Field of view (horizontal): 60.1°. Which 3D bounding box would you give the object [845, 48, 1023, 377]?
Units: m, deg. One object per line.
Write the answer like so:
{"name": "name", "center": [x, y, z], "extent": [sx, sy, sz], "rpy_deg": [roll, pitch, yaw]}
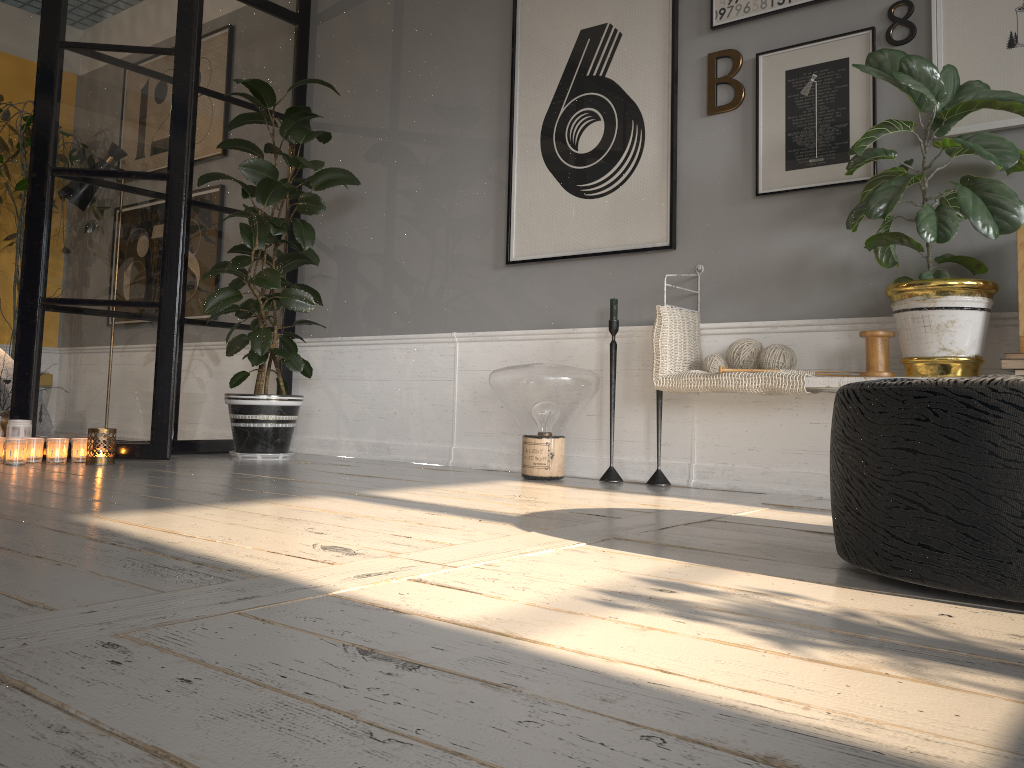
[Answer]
{"name": "object", "center": [1.249, -0.500, 2.593], "extent": [0.510, 0.969, 0.543], "rpy_deg": [0, -5, 23]}

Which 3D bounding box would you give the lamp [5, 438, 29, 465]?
{"name": "lamp", "center": [-1.894, 0.259, 3.381], "extent": [0.080, 0.099, 0.080], "rpy_deg": [2, -4, -11]}

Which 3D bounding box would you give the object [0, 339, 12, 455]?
{"name": "object", "center": [-2.159, 0.054, 3.832], "extent": [0.437, 0.525, 0.277], "rpy_deg": [2, -4, -11]}

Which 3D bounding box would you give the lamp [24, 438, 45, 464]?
{"name": "lamp", "center": [-1.881, 0.262, 3.470], "extent": [0.080, 0.099, 0.080], "rpy_deg": [2, -4, -11]}

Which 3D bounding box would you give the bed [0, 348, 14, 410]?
{"name": "bed", "center": [-3.545, -0.109, 4.098], "extent": [2.320, 0.774, 1.891], "rpy_deg": [0, -2, 38]}

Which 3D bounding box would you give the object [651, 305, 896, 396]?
{"name": "object", "center": [0.871, -0.114, 2.928], "extent": [0.784, 0.308, 0.327], "rpy_deg": [0, -3, 39]}

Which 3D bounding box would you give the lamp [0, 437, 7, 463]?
{"name": "lamp", "center": [-2.014, 0.257, 3.440], "extent": [0.081, 0.099, 0.080], "rpy_deg": [1, -4, 2]}

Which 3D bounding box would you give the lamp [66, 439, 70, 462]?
{"name": "lamp", "center": [-1.831, 0.269, 3.590], "extent": [0.063, 0.091, 0.063], "rpy_deg": [0, -4, 20]}

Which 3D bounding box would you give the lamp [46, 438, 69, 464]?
{"name": "lamp", "center": [-1.797, 0.264, 3.496], "extent": [0.080, 0.099, 0.080], "rpy_deg": [2, -4, -11]}

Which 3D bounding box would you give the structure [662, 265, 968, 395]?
{"name": "structure", "center": [1.686, -0.199, 2.334], "extent": [2.773, 0.489, 0.307], "rpy_deg": [0, -4, 38]}

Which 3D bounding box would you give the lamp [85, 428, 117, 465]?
{"name": "lamp", "center": [-1.632, 0.248, 3.517], "extent": [0.107, 0.141, 0.107], "rpy_deg": [1, -4, 2]}

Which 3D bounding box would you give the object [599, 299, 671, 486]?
{"name": "object", "center": [0.464, 0.016, 3.312], "extent": [0.279, 0.705, 0.091], "rpy_deg": [-1, -6, 30]}

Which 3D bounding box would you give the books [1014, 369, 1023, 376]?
{"name": "books", "center": [1.565, -0.024, 2.371], "extent": [0.368, 0.021, 0.295], "rpy_deg": [1, -2, 32]}

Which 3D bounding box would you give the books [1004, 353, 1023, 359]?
{"name": "books", "center": [1.557, -0.070, 2.389], "extent": [0.379, 0.017, 0.228], "rpy_deg": [1, -2, 35]}

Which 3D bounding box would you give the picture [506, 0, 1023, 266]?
{"name": "picture", "center": [-1.059, -1.326, 2.227], "extent": [7.287, 1.804, 4.025], "rpy_deg": [0, -2, 38]}

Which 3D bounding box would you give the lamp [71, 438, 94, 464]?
{"name": "lamp", "center": [-1.727, 0.268, 3.552], "extent": [0.080, 0.099, 0.080], "rpy_deg": [2, -4, -11]}

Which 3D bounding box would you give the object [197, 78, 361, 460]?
{"name": "object", "center": [-2.026, -0.604, 2.902], "extent": [1.010, 1.804, 3.882], "rpy_deg": [-2, -4, 38]}

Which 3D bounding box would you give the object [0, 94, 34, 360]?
{"name": "object", "center": [-3.178, -0.783, 5.817], "extent": [1.249, 2.217, 1.337], "rpy_deg": [0, -5, 25]}

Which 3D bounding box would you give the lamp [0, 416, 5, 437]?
{"name": "lamp", "center": [-2.088, 0.219, 3.545], "extent": [0.092, 0.181, 0.092], "rpy_deg": [4, -5, -31]}

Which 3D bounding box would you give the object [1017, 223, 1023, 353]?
{"name": "object", "center": [1.654, -0.228, 2.324], "extent": [0.545, 0.442, 0.237], "rpy_deg": [-1, -5, 38]}

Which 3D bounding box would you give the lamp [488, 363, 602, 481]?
{"name": "lamp", "center": [0.123, 0.142, 3.384], "extent": [0.431, 0.440, 0.431], "rpy_deg": [3, -4, -30]}

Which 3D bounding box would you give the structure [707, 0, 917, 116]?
{"name": "structure", "center": [1.037, -1.144, 3.131], "extent": [0.738, 0.264, 0.024], "rpy_deg": [0, -5, 38]}

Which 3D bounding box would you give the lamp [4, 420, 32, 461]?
{"name": "lamp", "center": [-1.970, 0.228, 3.533], "extent": [0.092, 0.167, 0.088], "rpy_deg": [1, -4, 4]}

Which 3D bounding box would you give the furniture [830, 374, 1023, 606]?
{"name": "furniture", "center": [0.952, 0.166, 1.563], "extent": [0.735, 0.358, 0.732], "rpy_deg": [1, -2, 25]}

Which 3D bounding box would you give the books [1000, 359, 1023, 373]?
{"name": "books", "center": [1.553, -0.048, 2.377], "extent": [0.384, 0.029, 0.259], "rpy_deg": [0, -2, 39]}
